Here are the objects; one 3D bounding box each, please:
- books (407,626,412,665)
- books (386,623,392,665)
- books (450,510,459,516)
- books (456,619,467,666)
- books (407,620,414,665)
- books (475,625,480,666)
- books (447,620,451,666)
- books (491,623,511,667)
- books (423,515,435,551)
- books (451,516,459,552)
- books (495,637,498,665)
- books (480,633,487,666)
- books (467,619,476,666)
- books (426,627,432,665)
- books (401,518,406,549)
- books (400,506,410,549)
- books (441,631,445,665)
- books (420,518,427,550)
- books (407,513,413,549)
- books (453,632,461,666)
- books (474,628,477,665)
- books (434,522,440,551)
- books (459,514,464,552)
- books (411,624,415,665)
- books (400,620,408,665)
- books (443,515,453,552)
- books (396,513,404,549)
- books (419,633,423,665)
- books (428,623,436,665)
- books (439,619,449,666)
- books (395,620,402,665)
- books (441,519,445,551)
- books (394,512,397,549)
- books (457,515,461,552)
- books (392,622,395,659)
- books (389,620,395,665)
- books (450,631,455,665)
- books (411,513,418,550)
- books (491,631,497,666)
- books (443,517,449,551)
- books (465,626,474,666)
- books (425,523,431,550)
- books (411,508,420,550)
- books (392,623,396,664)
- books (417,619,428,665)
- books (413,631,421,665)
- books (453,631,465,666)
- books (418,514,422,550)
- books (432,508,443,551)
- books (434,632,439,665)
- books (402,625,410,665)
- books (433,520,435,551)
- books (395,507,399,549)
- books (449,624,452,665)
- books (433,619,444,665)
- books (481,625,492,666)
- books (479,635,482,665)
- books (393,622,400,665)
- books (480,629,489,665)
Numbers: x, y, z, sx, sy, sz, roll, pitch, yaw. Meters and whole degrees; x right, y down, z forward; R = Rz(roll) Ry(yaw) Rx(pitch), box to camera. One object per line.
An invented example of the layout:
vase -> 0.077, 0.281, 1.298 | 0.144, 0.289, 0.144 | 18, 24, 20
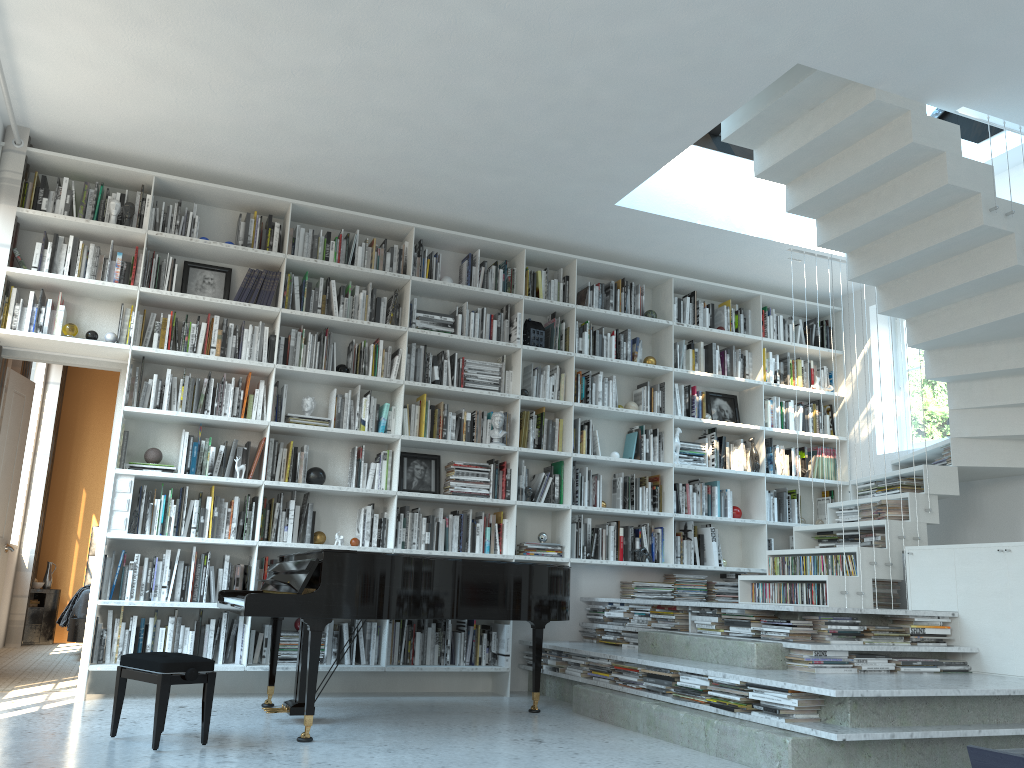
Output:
books -> -0.687, 1.701, 5.783 | 0.012, 0.238, 0.129 | 7, -14, -22
books -> -0.817, 1.671, 5.714 | 0.026, 0.255, 0.183 | 7, -14, -22
books -> -0.399, 1.012, 6.060 | 0.014, 0.285, 0.135 | 7, -14, -22
books -> -0.340, 1.717, 5.909 | 0.011, 0.292, 0.184 | 7, -14, -22
books -> -0.677, 1.685, 5.796 | 0.012, 0.275, 0.155 | 7, -14, -22
books -> -0.253, 1.746, 5.944 | 0.011, 0.257, 0.172 | 7, -14, -22
books -> -0.447, 1.705, 5.867 | 0.014, 0.287, 0.185 | 7, -14, -22
books -> -0.080, 1.749, 5.952 | 0.038, 0.268, 0.277 | 7, -14, -22
books -> -0.565, 1.007, 5.962 | 0.029, 0.237, 0.166 | 7, -14, -22
books -> -0.408, 1.024, 6.027 | 0.026, 0.244, 0.191 | 7, -14, -22
books -> -0.136, 1.801, 5.993 | 0.023, 0.181, 0.149 | 7, -14, -22
books -> -0.217, 1.776, 5.953 | 0.022, 0.204, 0.191 | 7, -14, -22
books -> -0.286, 1.710, 5.927 | 0.013, 0.316, 0.187 | 7, -14, -22
books -> -0.569, 1.719, 5.832 | 0.030, 0.234, 0.138 | 7, -14, -22
books -> -0.744, 1.000, 5.898 | 0.024, 0.208, 0.170 | 7, -14, -22
books -> -0.726, 0.967, 5.932 | 0.027, 0.290, 0.141 | 7, -14, -22
books -> -0.481, 1.739, 5.854 | 0.022, 0.212, 0.167 | 7, -14, -22
books -> -0.614, 1.010, 5.937 | 0.023, 0.217, 0.175 | 7, -14, -22
books -> -0.701, 0.990, 5.931 | 0.024, 0.247, 0.132 | 7, -14, -22
books -> -0.376, 1.753, 5.880 | 0.010, 0.205, 0.180 | 7, -14, -22
books -> -0.277, 1.756, 5.948 | 0.028, 0.238, 0.140 | 7, -14, -22
books -> -0.528, 1.032, 5.970 | 0.023, 0.196, 0.165 | 7, -14, -22
books -> -0.371, 1.023, 6.051 | 0.010, 0.261, 0.181 | 7, -14, -22
books -> -0.666, 1.697, 5.798 | 0.012, 0.254, 0.151 | 7, -14, -22
books -> -0.725, 1.659, 5.768 | 0.034, 0.310, 0.170 | 7, -14, -22
books -> -0.442, 1.022, 6.043 | 0.025, 0.254, 0.136 | 7, -14, -22
books -> -0.763, 0.982, 5.881 | 0.027, 0.233, 0.168 | 7, -14, -22
books -> -0.625, 1.733, 5.815 | 0.030, 0.196, 0.143 | 7, -14, -22
books -> -0.542, 1.710, 5.845 | 0.028, 0.260, 0.133 | 7, -14, -22
books -> -0.459, 1.680, 5.866 | 0.014, 0.335, 0.183 | 7, -14, -22
books -> -0.745, 1.643, 5.762 | 0.012, 0.336, 0.144 | 7, -14, -22
books -> -0.490, 1.031, 6.011 | 0.025, 0.220, 0.140 | 7, -14, -22
books -> -0.806, 0.976, 5.883 | 0.029, 0.243, 0.154 | 7, -14, -22
books -> -0.385, 1.029, 6.055 | 0.011, 0.251, 0.158 | 7, -14, -22
books -> -0.791, 1.638, 5.751 | 0.014, 0.339, 0.140 | 7, -14, -22
books -> -0.798, 1.652, 5.727 | 0.014, 0.300, 0.185 | 7, -14, -22
books -> -0.412, 1.753, 5.900 | 0.040, 0.212, 0.129 | 7, -14, -22
books -> -0.671, 0.990, 5.925 | 0.027, 0.245, 0.179 | 7, -14, -22
books -> -0.155, 1.778, 5.976 | 0.029, 0.217, 0.191 | 7, -14, -22
books -> -0.462, 1.024, 6.017 | 0.031, 0.236, 0.159 | 7, -14, -22
books -> -0.312, 1.738, 5.906 | 0.044, 0.250, 0.187 | 7, -14, -22
books -> -0.590, 1.029, 5.939 | 0.029, 0.183, 0.175 | 7, -14, -22
books -> -0.651, 0.974, 5.933 | 0.013, 0.281, 0.166 | 7, -14, -22
books -> -0.787, 1.681, 5.758 | 0.010, 0.258, 0.131 | 7, -14, -22
books -> -0.593, 1.686, 5.826 | 0.026, 0.293, 0.155 | 7, -14, -22
books -> -0.640, 1.718, 5.778 | 0.028, 0.206, 0.175 | 7, -14, -22
books -> -0.360, 1.754, 5.892 | 0.029, 0.209, 0.171 | 7, -14, -22
books -> -0.643, 0.998, 5.952 | 0.021, 0.244, 0.141 | 7, -14, -22
books -> -0.509, 0.991, 6.002 | 0.026, 0.291, 0.152 | 7, -14, -22
books -> -0.518, 1.741, 5.847 | 0.024, 0.203, 0.145 | 7, -14, -22
books -> -0.704, 1.696, 5.781 | 0.022, 0.246, 0.144 | 7, -14, -22
books -> -0.549, 1.016, 5.978 | 0.013, 0.229, 0.139 | 7, -14, -22
books -> -0.784, 0.962, 5.888 | 0.011, 0.275, 0.146 | 7, -14, -22
books -> -0.437, 1.723, 5.886 | 0.024, 0.261, 0.132 | 7, -14, -22
books -> -0.494, 1.701, 5.851 | 0.013, 0.284, 0.185 | 7, -14, -22
books -> -0.176, 1.758, 5.978 | 0.013, 0.255, 0.177 | 7, -14, -22
books -> -0.242, 1.782, 5.952 | 0.024, 0.191, 0.155 | 7, -14, -22
books -> -0.767, 1.679, 5.756 | 0.025, 0.263, 0.145 | 7, -14, -22
books -> -0.198, 1.771, 5.975 | 0.028, 0.227, 0.162 | 7, -14, -22
